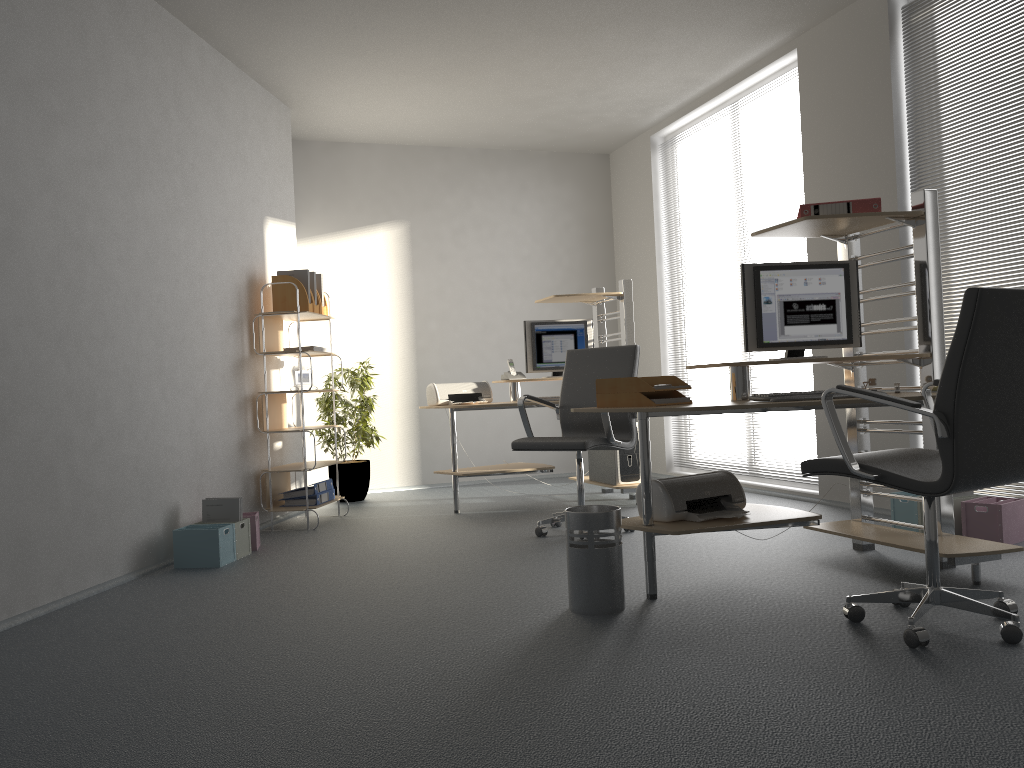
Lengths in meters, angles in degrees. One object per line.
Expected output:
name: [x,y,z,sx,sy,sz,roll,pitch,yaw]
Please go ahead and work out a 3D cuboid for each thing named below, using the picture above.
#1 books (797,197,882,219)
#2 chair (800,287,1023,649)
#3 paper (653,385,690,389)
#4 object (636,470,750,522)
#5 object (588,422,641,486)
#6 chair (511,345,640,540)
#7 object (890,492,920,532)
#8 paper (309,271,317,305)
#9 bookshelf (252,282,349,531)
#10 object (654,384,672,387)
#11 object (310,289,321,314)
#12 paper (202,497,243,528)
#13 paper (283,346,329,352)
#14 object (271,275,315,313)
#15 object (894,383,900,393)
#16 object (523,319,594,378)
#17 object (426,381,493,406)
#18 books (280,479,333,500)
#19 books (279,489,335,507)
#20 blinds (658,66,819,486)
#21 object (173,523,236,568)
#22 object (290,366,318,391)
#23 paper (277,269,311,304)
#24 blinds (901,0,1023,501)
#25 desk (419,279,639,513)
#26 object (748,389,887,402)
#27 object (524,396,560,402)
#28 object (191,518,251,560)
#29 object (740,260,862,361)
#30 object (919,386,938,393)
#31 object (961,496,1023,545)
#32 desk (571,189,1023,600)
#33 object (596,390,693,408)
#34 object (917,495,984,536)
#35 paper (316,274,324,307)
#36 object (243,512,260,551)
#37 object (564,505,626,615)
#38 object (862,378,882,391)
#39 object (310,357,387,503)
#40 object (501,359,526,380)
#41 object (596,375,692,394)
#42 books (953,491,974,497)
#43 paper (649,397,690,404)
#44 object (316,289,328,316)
books: [1.406,-0.733,3.841,0.320,0.072,0.262,-3,0,13]
chair: [1.346,0.253,2.845,0.584,1.048,0.652,-3,0,-33]
paper: [0.527,0.018,3.555,0.210,0.010,0.297,-2,0,-40]
object: [0.768,0.445,3.522,0.438,0.162,0.351,-3,0,-35]
object: [0.719,0.477,6.226,0.199,0.422,0.471,-3,0,-19]
chair: [0.383,0.312,5.028,0.584,1.048,0.652,-3,0,37]
object: [2.112,0.659,4.554,0.245,0.202,0.185,-3,0,-19]
paper: [-1.424,-0.602,5.977,0.213,0.297,0.045,-3,0,9]
bookshelf: [-1.395,0.144,5.894,0.381,1.572,0.724,-3,0,8]
object: [0.591,0.006,3.476,0.008,0.009,0.159,-3,0,35]
object: [-1.424,-0.582,5.957,0.243,0.259,0.113,-3,0,9]
paper: [-1.552,0.764,4.753,0.220,0.306,0.068,-3,0,8]
paper: [-1.386,-0.223,5.989,0.213,0.046,0.297,-3,0,8]
object: [-1.440,-0.582,5.834,0.243,0.259,0.113,-3,0,6]
object: [1.599,0.015,3.681,0.022,0.042,0.134,-3,0,23]
object: [0.342,-0.255,6.479,0.516,0.418,0.245,-3,0,-4]
object: [-0.337,0.063,6.209,0.438,0.162,0.351,-3,0,-27]
books: [-1.367,0.697,5.878,0.263,0.100,0.320,-3,0,9]
books: [-1.355,0.752,5.876,0.262,0.072,0.320,-3,0,9]
blinds: [1.648,-0.692,6.663,0.037,2.749,1.950,-3,0,-19]
object: [-1.575,0.835,4.554,0.245,0.202,0.185,-3,0,8]
object: [-1.383,-0.038,5.884,0.077,0.161,0.192,-3,0,27]
paper: [-1.440,-0.602,5.854,0.213,0.297,0.045,-3,0,6]
blinds: [2.560,-0.750,4.015,0.022,2.770,1.950,-3,0,-19]
desk: [0.176,0.069,6.130,1.469,1.566,0.967,-3,0,-19]
object: [1.098,0.072,3.616,0.478,0.082,0.814,-3,0,-11]
object: [0.231,0.128,6.255,0.478,0.082,0.814,-3,0,-11]
object: [-1.551,0.834,4.738,0.245,0.202,0.185,-3,0,8]
object: [1.244,-0.313,3.859,0.516,0.418,0.245,-3,0,3]
object: [1.680,0.018,3.502,0.132,0.026,0.132,-3,0,-19]
object: [2.270,0.649,4.175,0.245,0.202,0.185,-2,0,-37]
desk: [1.084,0.011,3.488,1.469,1.566,0.967,-3,0,-19]
object: [0.528,0.057,3.556,0.225,0.060,0.309,-2,0,-40]
object: [2.171,0.655,4.379,0.245,0.202,0.185,-3,0,-19]
paper: [-1.399,-0.602,6.099,0.213,0.297,0.045,-3,0,12]
object: [-1.548,0.836,4.965,0.245,0.202,0.185,-3,0,-10]
object: [0.307,0.649,3.278,0.208,0.377,0.208,-3,0,25]
object: [1.504,0.009,3.728,0.054,0.064,0.159,-3,0,38]
object: [-1.277,0.362,7.040,0.544,1.147,0.644,-3,0,10]
object: [0.006,-0.106,6.336,0.150,0.151,0.119,-3,0,-33]
object: [0.525,0.001,3.556,0.225,0.060,0.309,-2,0,-40]
books: [2.173,0.584,4.366,0.220,0.306,0.068,-3,0,-19]
paper: [0.529,0.069,3.555,0.210,0.019,0.297,-2,0,-40]
object: [-1.401,-0.583,6.079,0.243,0.259,0.113,-3,0,12]
